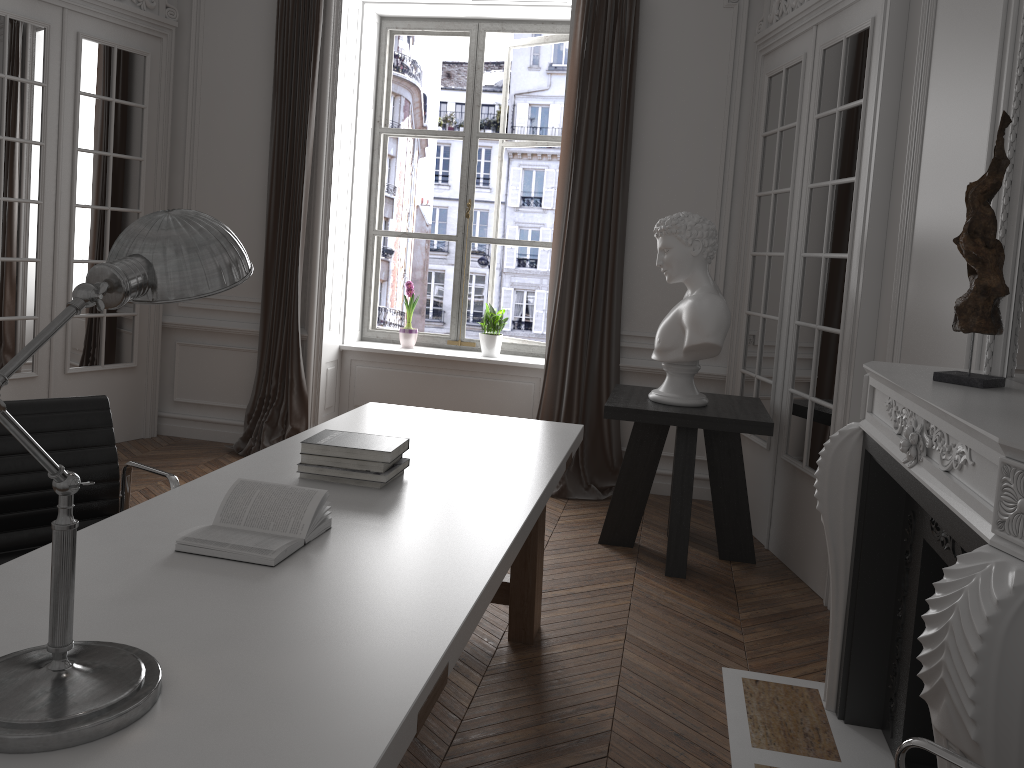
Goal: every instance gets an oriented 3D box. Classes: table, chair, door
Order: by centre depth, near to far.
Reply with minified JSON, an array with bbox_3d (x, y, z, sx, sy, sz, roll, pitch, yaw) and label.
[{"bbox_3d":[0.434,0.839,1.021,0.671,0.918,0.695,8,7,34],"label":"chair"},{"bbox_3d":[-1.179,0.543,2.218,0.671,0.918,0.695,8,7,36],"label":"chair"},{"bbox_3d":[-0.427,0.664,2.356,0.901,0.744,2.639,5,8,10],"label":"table"},{"bbox_3d":[0.839,0.457,4.358,0.768,0.745,0.772,5,6,10],"label":"table"},{"bbox_3d":[1.421,-0.500,4.433,0.085,2.721,1.575,4,5,-5],"label":"door"},{"bbox_3d":[-2.690,-0.913,5.202,0.086,2.721,1.569,6,5,26],"label":"door"}]

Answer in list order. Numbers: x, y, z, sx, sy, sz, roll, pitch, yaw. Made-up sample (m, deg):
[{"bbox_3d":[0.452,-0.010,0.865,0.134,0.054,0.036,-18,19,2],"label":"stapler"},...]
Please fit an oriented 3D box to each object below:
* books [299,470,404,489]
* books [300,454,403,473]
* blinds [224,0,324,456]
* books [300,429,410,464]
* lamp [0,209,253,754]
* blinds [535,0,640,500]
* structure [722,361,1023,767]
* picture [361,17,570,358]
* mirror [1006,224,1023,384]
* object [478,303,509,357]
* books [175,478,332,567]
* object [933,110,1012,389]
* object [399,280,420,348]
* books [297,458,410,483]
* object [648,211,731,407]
[{"bbox_3d":[-0.453,0.250,2.516,0.242,0.022,0.192,6,9,12],"label":"books"},{"bbox_3d":[-0.451,0.203,2.508,0.240,0.028,0.192,5,8,8],"label":"books"},{"bbox_3d":[-1.468,-1.089,5.614,0.581,3.086,0.311,5,4,16],"label":"blinds"},{"bbox_3d":[-0.441,0.175,2.503,0.259,0.032,0.192,5,8,8],"label":"books"},{"bbox_3d":[-0.592,0.084,1.294,0.269,0.695,0.491,5,5,10],"label":"lamp"},{"bbox_3d":[0.420,-0.894,5.224,0.778,3.085,0.344,5,4,5],"label":"blinds"},{"bbox_3d":[1.030,0.611,2.239,0.810,1.177,1.615,5,7,10],"label":"structure"},{"bbox_3d":[-0.886,-1.221,2.568,13.204,4.777,13.336,5,8,3],"label":"picture"},{"bbox_3d":[1.460,-0.798,2.079,0.001,1.803,1.128,5,5,10],"label":"mirror"},{"bbox_3d":[-0.131,-0.374,6.074,0.215,0.367,0.286,3,6,-11],"label":"object"},{"bbox_3d":[-0.555,0.291,1.935,0.226,0.095,0.280,6,8,12],"label":"books"},{"bbox_3d":[1.300,-0.373,2.442,0.142,0.749,0.166,1,5,-37],"label":"object"},{"bbox_3d":[-0.720,-0.491,6.221,0.129,0.473,0.130,2,5,-29],"label":"object"},{"bbox_3d":[-0.445,0.230,2.505,0.259,0.022,0.213,6,9,10],"label":"books"},{"bbox_3d":[0.849,-0.366,4.259,0.393,0.919,0.637,5,5,10],"label":"object"}]
